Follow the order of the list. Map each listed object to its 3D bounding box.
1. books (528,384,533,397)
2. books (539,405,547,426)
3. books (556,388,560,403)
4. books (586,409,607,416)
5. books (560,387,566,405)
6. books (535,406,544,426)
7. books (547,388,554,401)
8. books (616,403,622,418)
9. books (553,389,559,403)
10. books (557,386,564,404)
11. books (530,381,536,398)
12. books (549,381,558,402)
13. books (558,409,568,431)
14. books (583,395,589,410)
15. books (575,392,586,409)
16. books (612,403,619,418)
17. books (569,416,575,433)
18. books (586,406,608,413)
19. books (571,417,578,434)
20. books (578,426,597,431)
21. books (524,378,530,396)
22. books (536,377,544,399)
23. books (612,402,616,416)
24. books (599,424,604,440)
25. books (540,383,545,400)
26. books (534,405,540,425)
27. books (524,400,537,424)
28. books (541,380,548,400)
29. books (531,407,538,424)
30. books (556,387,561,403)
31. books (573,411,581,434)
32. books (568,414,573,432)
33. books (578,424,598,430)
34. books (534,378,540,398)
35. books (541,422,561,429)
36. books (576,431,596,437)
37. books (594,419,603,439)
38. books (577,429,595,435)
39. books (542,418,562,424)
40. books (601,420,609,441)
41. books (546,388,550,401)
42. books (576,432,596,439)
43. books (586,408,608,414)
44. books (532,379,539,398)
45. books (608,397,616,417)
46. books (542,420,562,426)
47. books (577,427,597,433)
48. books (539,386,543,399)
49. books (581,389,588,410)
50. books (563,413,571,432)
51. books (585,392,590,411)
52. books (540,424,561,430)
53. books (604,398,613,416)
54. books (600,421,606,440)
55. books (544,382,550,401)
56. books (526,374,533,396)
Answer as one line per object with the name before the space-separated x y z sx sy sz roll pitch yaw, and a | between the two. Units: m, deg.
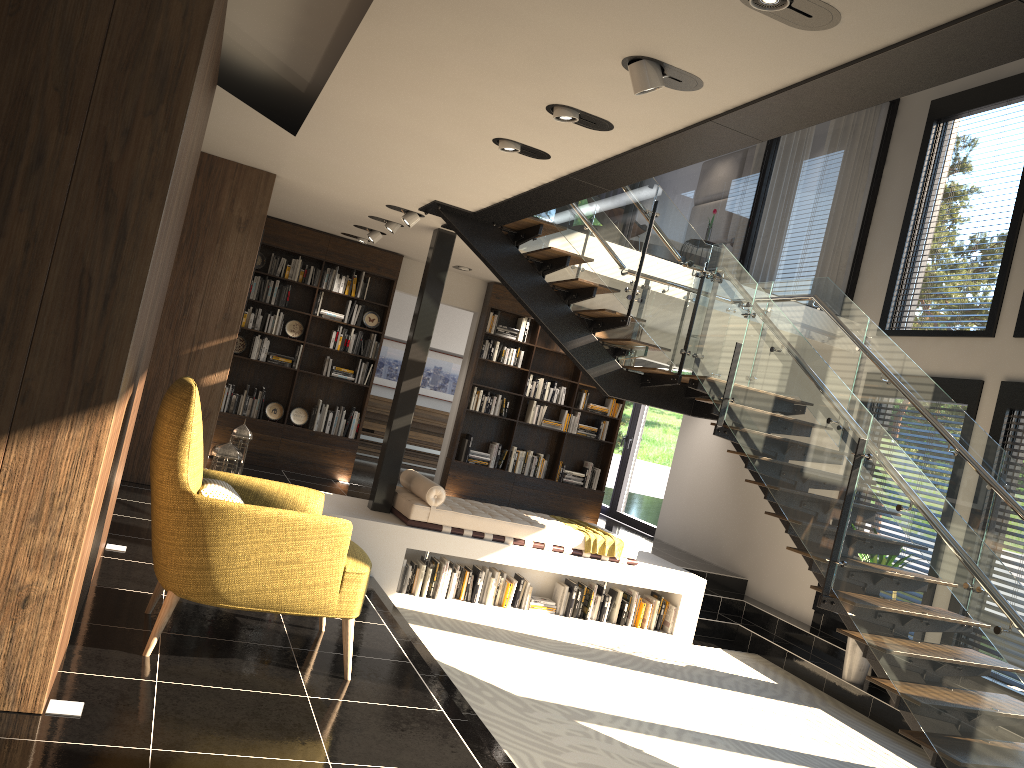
books | 0.203 0.073 10.950 0.027 0.162 0.125 14 -1 -20
books | 0.350 0.385 11.014 0.067 0.261 0.159 14 -1 -20
books | 0.539 0.144 11.071 0.024 0.187 0.148 14 -1 -20
books | 1.064 0.361 11.319 0.266 0.021 0.156 14 -1 -23
books | 0.620 0.147 11.111 0.046 0.219 0.144 14 -1 -20
books | 0.312 0.384 10.966 0.036 0.244 0.194 14 -1 -20
books | 0.449 0.129 11.042 0.047 0.171 0.167 14 -1 -20
books | 1.333 0.338 11.385 0.052 0.194 0.192 14 -1 -20
books | 0.518 0.143 11.052 0.027 0.179 0.163 14 -1 -20
books | 0.589 0.139 11.097 0.024 0.220 0.147 14 -1 -20
books | 0.235 0.063 10.946 0.024 0.197 0.174 14 -1 -20
books | 0.499 0.094 11.048 0.032 0.265 0.149 14 -1 -20
books | 0.631 0.454 11.123 0.026 0.263 0.156 14 -1 -20
books | 0.908 0.233 11.227 0.026 0.196 0.147 14 -1 -20
books | 0.861 0.209 11.229 0.024 0.219 0.174 14 -1 -20
books | 1.298 0.333 11.370 0.023 0.189 0.197 14 -1 -20
books | 0.728 0.502 11.156 0.029 0.214 0.149 14 -1 -20
books | 1.074 0.321 11.316 0.259 0.020 0.167 14 -1 -22
books | 0.759 0.511 11.148 0.027 0.209 0.184 14 -1 -20
books | 0.928 0.556 11.235 0.260 0.021 0.167 14 -1 -23
books | 0.156 0.028 10.931 0.031 0.228 0.176 14 -1 -20
books | 0.316 0.052 10.970 0.028 0.258 0.208 14 -1 -20
books | 1.271 0.308 11.389 0.023 0.225 0.146 14 -1 -20
books | 1.106 0.596 11.300 0.025 0.212 0.167 14 -1 -20
books | 0.349 0.087 11.004 0.021 0.206 0.147 14 -1 -20
books | 0.274 0.374 10.978 0.030 0.245 0.166 14 -1 -20
books | 0.228 0.343 10.963 0.031 0.284 0.176 14 -1 -20
books | 0.381 0.075 11.001 0.030 0.244 0.142 14 -1 -20
books | 0.258 0.383 10.938 0.024 0.218 0.195 14 -1 -20
books | 0.556 0.138 11.106 0.030 0.208 0.119 14 -1 -20
books | 0.790 0.484 11.168 0.031 0.277 0.168 14 -1 -20
books | 0.701 0.486 11.158 0.025 0.232 0.156 14 -1 -20
books | 0.931 0.535 11.242 0.272 0.022 0.156 14 -1 -22
books | 0.287 0.054 10.965 0.027 0.239 0.153 14 -1 -20
books | 0.462 0.508 11.062 0.275 0.025 0.156 14 -1 -25
books | 0.912 0.620 11.238 0.274 0.022 0.156 14 -1 -24
books | 1.088 0.575 11.281 0.031 0.244 0.176 14 -1 -20
books | 0.914 0.598 11.247 0.247 0.022 0.148 14 -1 -20
books | 0.473 0.460 11.064 0.274 0.025 0.156 14 -1 -17
books | 1.159 0.589 11.305 0.026 0.251 0.178 14 -1 -20
books | 0.419 0.120 11.028 0.021 0.176 0.161 14 -1 -20
books | 0.911 0.644 11.226 0.288 0.026 0.175 14 -1 -16
books | 1.068 0.340 11.320 0.272 0.021 0.156 14 -1 -22
books | 0.265 0.054 10.948 0.027 0.228 0.208 14 -1 -20
books | 1.256 0.296 11.364 0.028 0.240 0.187 14 -1 -20
books | 0.469 0.484 11.059 0.261 0.024 0.167 14 -1 -24
books | 0.923 0.577 11.237 0.268 0.022 0.156 14 -1 -25
books | 0.327 0.084 10.998 0.026 0.201 0.146 14 -1 -20
books | 0.888 0.195 11.235 0.023 0.261 0.145 14 -1 -20
books | 0.652 0.475 11.144 0.037 0.232 0.231 14 -1 -20
books | 0.926 0.214 11.266 0.025 0.243 0.119 14 -1 -20
books | 0.456 0.533 11.063 0.274 0.025 0.156 14 -1 -24
books | 1.226 0.300 11.363 0.026 0.219 0.156 14 -1 -20
books | 1.129 0.585 11.316 0.023 0.246 0.147 14 -1 -20
books | 0.411 0.089 11.000 0.028 0.231 0.166 14 -1 -20
books | 0.190 0.014 10.940 0.031 0.272 0.158 14 -1 -20
